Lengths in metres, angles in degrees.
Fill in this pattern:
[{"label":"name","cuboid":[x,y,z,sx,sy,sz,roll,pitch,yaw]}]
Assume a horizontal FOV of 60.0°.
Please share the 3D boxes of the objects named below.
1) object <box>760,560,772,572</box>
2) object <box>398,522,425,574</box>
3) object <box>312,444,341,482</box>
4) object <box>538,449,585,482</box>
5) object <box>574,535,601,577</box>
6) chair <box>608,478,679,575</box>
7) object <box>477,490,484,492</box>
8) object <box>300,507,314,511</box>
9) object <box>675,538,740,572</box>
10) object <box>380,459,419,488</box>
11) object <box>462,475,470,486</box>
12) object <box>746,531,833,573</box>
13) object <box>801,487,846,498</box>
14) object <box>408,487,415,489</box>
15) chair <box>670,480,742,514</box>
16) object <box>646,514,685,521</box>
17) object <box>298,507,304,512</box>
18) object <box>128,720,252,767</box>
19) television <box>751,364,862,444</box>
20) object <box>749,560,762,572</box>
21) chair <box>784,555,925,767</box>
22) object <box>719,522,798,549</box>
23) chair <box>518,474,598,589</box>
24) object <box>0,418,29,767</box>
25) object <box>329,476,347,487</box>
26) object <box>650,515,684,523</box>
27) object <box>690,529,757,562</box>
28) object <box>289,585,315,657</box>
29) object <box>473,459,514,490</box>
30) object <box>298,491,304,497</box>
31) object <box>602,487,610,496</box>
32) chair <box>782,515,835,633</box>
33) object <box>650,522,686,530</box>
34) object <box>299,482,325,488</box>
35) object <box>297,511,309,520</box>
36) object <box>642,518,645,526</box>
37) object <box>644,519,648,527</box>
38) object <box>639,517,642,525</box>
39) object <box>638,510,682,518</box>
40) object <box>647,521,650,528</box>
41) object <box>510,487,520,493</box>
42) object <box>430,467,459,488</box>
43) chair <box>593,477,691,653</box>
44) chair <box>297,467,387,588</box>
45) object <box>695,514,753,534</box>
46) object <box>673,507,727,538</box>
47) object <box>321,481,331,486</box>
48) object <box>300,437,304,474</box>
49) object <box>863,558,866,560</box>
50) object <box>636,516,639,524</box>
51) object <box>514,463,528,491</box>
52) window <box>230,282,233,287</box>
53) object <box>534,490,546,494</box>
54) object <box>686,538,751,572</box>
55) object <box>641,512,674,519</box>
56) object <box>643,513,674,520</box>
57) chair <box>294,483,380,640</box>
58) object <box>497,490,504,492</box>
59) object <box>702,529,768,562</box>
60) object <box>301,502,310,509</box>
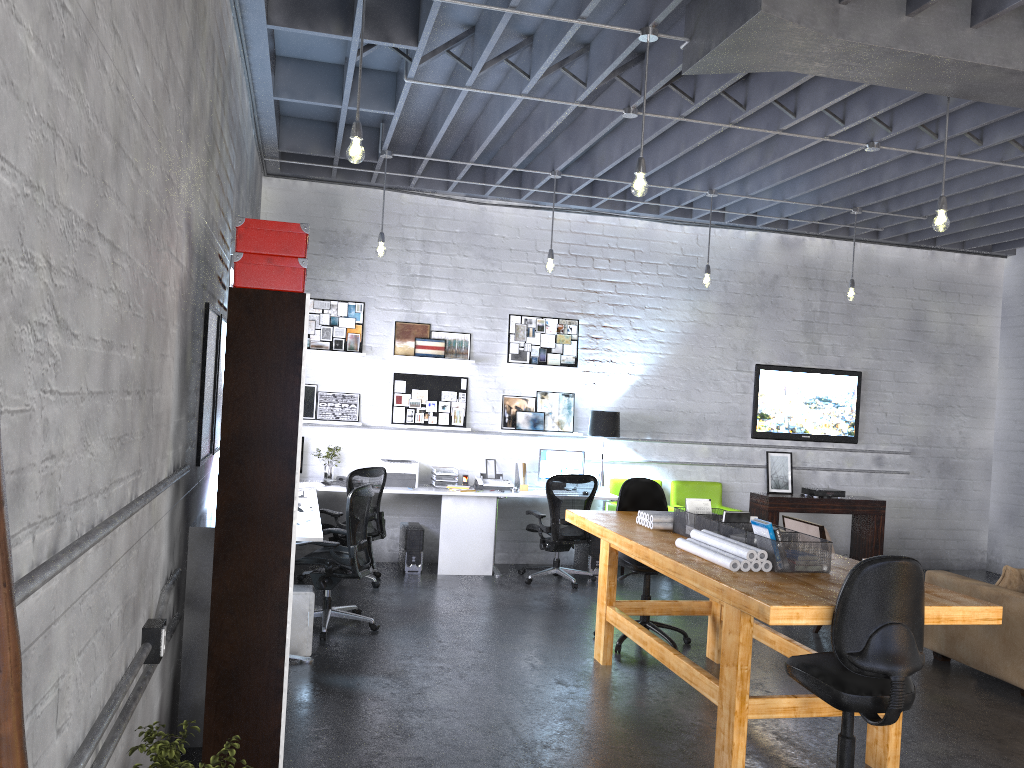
[{"label":"object","cuboid":[1.168,0.888,4.628,0.058,0.057,0.635,3,-1,-13]},{"label":"object","cuboid":[-0.969,1.568,8.522,0.180,0.411,0.476,3,0,-13]},{"label":"object","cuboid":[-1.756,0.759,8.474,0.271,0.363,0.297,3,0,32]},{"label":"object","cuboid":[0.487,0.871,8.960,0.465,0.417,0.212,3,0,-8]},{"label":"object","cuboid":[0.784,1.676,8.861,0.180,0.411,0.476,3,0,-13]},{"label":"chair","cuboid":[1.332,1.457,9.112,0.611,0.920,0.516,3,0,-13]},{"label":"object","cuboid":[-0.302,1.022,8.461,0.008,0.007,0.141,3,-1,21]},{"label":"object","cuboid":[-1.520,0.918,6.509,0.119,0.016,0.119,3,-1,4]},{"label":"object","cuboid":[1.002,0.877,4.588,0.057,0.058,0.635,3,-1,-13]},{"label":"object","cuboid":[-1.097,0.863,8.599,0.351,0.235,0.350,3,-1,-13]},{"label":"object","cuboid":[-0.462,0.959,8.790,0.093,0.116,0.067,3,0,-13]},{"label":"object","cuboid":[1.398,0.849,4.492,0.316,0.156,0.306,4,-1,-13]},{"label":"object","cuboid":[3.385,1.184,9.647,0.371,0.082,0.266,4,-1,-13]},{"label":"object","cuboid":[-0.941,0.978,8.322,0.075,0.016,0.017,3,0,12]},{"label":"chair","cuboid":[2.007,1.499,9.274,0.611,0.920,0.516,3,0,-13]},{"label":"object","cuboid":[1.104,0.854,5.633,0.520,0.047,0.046,4,0,-13]},{"label":"object","cuboid":[-1.561,0.904,6.409,0.114,0.036,0.058,4,-1,-23]},{"label":"object","cuboid":[-0.774,0.978,2.050,0.297,0.363,0.271,3,0,22]},{"label":"television","cuboid":[3.258,0.227,9.780,1.324,0.816,0.021,3,0,-14]},{"label":"object","cuboid":[1.112,0.884,4.614,0.057,0.058,0.635,3,-1,-13]},{"label":"chair","cuboid":[1.411,1.263,3.780,0.659,1.165,0.686,3,0,-15]},{"label":"object","cuboid":[1.326,0.850,4.791,0.316,0.156,0.306,4,-1,-13]},{"label":"chair","cuboid":[0.417,1.337,8.347,0.732,1.031,0.752,4,0,-45]},{"label":"object","cuboid":[-0.561,0.627,0.907,0.320,2.121,0.425,3,0,-13]},{"label":"object","cuboid":[-1.501,0.912,8.267,0.279,0.081,0.411,4,-1,-43]},{"label":"object","cuboid":[1.117,0.854,5.579,0.520,0.047,0.046,4,0,-15]},{"label":"object","cuboid":[1.089,0.833,4.608,0.057,0.057,0.635,3,-1,-13]},{"label":"object","cuboid":[-1.501,1.495,5.605,0.478,0.411,0.200,3,0,-13]},{"label":"object","cuboid":[-0.197,0.897,8.803,0.405,0.280,0.399,3,-1,-13]},{"label":"object","cuboid":[-1.818,0.796,6.710,0.485,0.230,0.420,4,-1,-13]},{"label":"object","cuboid":[0.921,1.060,8.743,0.069,0.083,0.090,3,0,-14]},{"label":"chair","cuboid":[2.674,1.549,7.298,0.725,0.842,0.575,3,0,-13]},{"label":"object","cuboid":[1.118,0.893,5.565,0.520,0.047,0.047,4,0,-13]},{"label":"object","cuboid":[-1.899,0.911,7.993,0.181,0.028,0.422,3,-1,37]},{"label":"object","cuboid":[-1.517,0.907,6.117,0.181,0.028,0.422,4,-1,-23]},{"label":"object","cuboid":[1.085,0.894,5.701,0.520,0.047,0.047,4,0,-13]},{"label":"object","cuboid":[1.096,0.893,5.655,0.520,0.047,0.047,4,0,-13]},{"label":"object","cuboid":[1.074,0.893,5.745,0.520,0.047,0.047,4,0,-13]},{"label":"object","cuboid":[1.071,0.854,5.769,0.520,0.047,0.046,4,0,-13]},{"label":"object","cuboid":[1.107,0.894,5.610,0.520,0.047,0.047,4,0,-13]},{"label":"object","cuboid":[0.028,1.022,8.575,0.095,0.050,0.095,3,-1,45]},{"label":"object","cuboid":[-0.662,0.918,8.698,0.229,0.180,0.316,3,-1,-13]},{"label":"chair","cuboid":[1.000,1.275,6.319,0.659,1.165,0.686,3,0,-15]},{"label":"chair","cuboid":[-1.457,1.218,7.740,0.752,1.031,0.732,3,0,10]},{"label":"object","cuboid":[1.255,0.850,5.090,0.316,0.156,0.306,4,-1,-13]},{"label":"object","cuboid":[1.183,0.850,5.389,0.316,0.156,0.306,4,-1,-13]},{"label":"object","cuboid":[-1.733,0.921,8.228,0.114,0.036,0.058,3,-1,27]},{"label":"object","cuboid":[-2.154,0.699,8.196,0.147,0.427,0.560,3,0,23]},{"label":"object","cuboid":[3.396,1.698,8.482,0.077,0.052,0.081,3,-1,35]},{"label":"object","cuboid":[1.063,0.894,5.791,0.520,0.047,0.047,4,0,-13]},{"label":"object","cuboid":[0.098,0.926,8.868,0.087,0.259,0.236,3,0,-13]},{"label":"window","cuboid":[-2.080,-0.130,6.396,0.030,1.220,1.821,3,0,-13]},{"label":"object","cuboid":[0.433,1.058,8.655,0.422,0.028,0.181,4,-1,-18]},{"label":"object","cuboid":[1.058,0.881,4.601,0.058,0.057,0.635,3,-1,-13]},{"label":"object","cuboid":[1.082,0.854,5.723,0.520,0.047,0.046,4,0,-13]},{"label":"object","cuboid":[1.093,0.854,5.678,0.520,0.047,0.046,4,0,-13]},{"label":"chair","cuboid":[-1.288,1.207,6.282,0.753,1.031,0.732,3,0,-10]},{"label":"object","cuboid":[-0.108,1.030,8.528,0.076,0.016,0.017,3,-1,37]},{"label":"object","cuboid":[1.144,0.837,4.621,0.057,0.057,0.635,3,-1,-13]},{"label":"object","cuboid":[-1.513,0.895,6.514,0.078,0.049,0.062,4,-1,-43]}]
